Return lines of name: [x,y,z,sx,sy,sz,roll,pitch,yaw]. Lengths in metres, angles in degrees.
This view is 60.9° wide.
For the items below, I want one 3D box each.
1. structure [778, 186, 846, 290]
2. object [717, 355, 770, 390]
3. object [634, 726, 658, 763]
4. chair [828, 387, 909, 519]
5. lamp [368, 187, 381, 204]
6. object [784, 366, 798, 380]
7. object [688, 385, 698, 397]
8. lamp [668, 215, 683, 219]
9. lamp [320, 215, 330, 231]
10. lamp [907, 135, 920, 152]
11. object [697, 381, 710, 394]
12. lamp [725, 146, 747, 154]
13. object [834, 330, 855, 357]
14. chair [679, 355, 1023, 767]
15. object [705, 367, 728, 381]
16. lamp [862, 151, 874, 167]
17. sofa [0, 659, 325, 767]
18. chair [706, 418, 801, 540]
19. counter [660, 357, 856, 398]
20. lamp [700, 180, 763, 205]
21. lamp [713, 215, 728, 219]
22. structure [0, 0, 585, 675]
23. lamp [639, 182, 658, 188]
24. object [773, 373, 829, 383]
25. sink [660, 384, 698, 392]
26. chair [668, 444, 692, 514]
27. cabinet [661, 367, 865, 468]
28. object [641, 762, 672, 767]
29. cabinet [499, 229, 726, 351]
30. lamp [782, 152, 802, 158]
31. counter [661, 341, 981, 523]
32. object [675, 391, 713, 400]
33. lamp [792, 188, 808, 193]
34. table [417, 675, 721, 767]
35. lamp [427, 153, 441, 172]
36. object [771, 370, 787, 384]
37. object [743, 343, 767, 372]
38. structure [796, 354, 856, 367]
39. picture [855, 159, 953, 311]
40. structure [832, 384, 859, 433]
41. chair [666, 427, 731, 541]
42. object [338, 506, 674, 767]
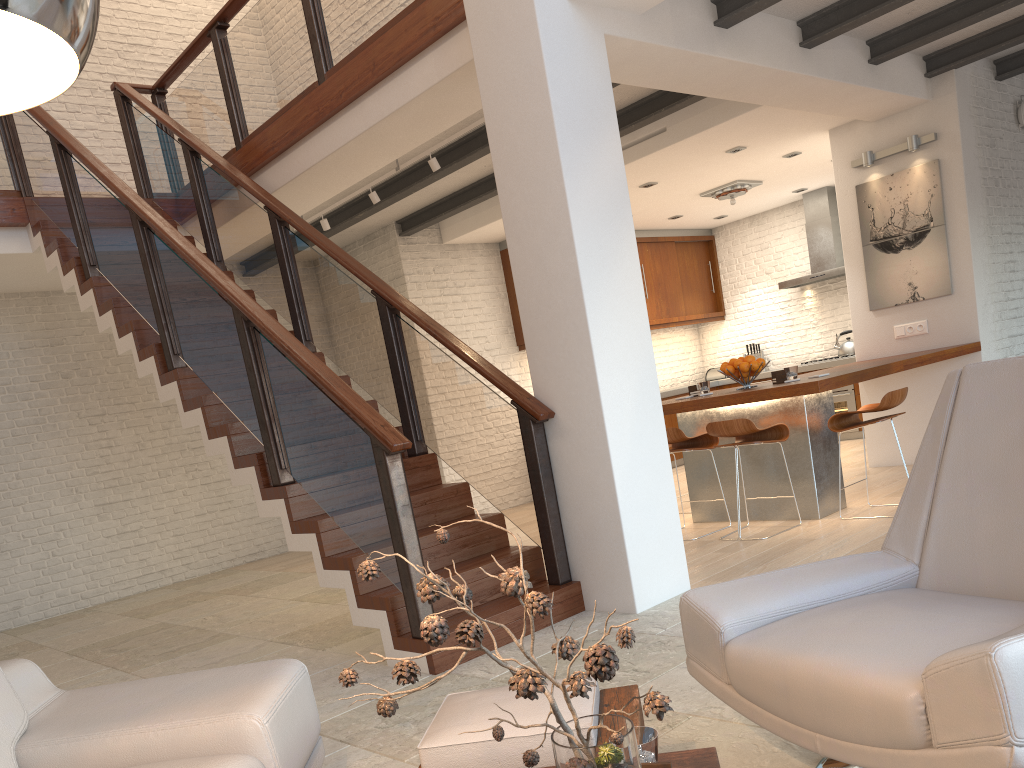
structure: [3.530,-1.694,9.916,0.446,1.009,0.993,-17,7,-42]
object: [1.622,-0.081,6.076,0.368,0.225,0.355,-10,2,14]
object: [0.234,0.696,1.626,0.091,0.086,0.089,-10,4,8]
chair: [2.332,0.438,5.542,0.394,0.788,0.424,-17,9,-41]
lamp: [-1.022,-1.391,6.467,0.084,0.131,0.061,-15,9,-39]
object: [1.839,-0.071,5.733,0.089,0.086,0.091,-12,4,-27]
object: [1.369,0.045,6.387,0.092,0.083,0.115,-14,4,-42]
lamp: [1.840,-1.895,9.820,0.121,0.056,0.125,-11,1,-42]
lamp: [-1.503,-1.289,7.006,0.060,0.131,0.084,-8,6,18]
lamp: [3.057,-1.833,6.644,0.079,0.106,0.079,-12,6,-13]
object: [1.377,0.027,6.238,0.092,0.086,0.089,-7,5,45]
lamp: [1.848,-1.951,7.200,0.121,0.056,0.125,-11,1,-42]
object: [3.797,-0.467,9.825,0.259,0.280,0.261,-12,5,-20]
chair: [1.080,0.489,2.189,0.957,1.033,1.026,-13,4,-25]
object: [2.736,-0.145,11.455,0.244,0.162,0.348,-12,2,-42]
lamp: [2.822,-1.783,6.910,0.079,0.106,0.079,-12,6,-13]
sofa: [-1.267,1.043,1.544,1.149,0.766,2.288,-10,0,8]
chair: [1.538,0.590,5.651,0.412,0.789,0.407,-16,9,-41]
counter: [2.588,-0.042,9.424,3.258,0.071,3.556,-10,-2,-42]
lamp: [2.214,-1.888,8.768,0.440,0.173,0.454,-11,0,-42]
lamp: [2.486,-2.006,10.392,0.121,0.056,0.125,-11,1,-42]
structure: [0.158,-0.900,4.933,13.545,4.207,10.251,-10,0,-42]
lamp: [1.232,-1.821,7.896,0.121,0.056,0.125,-11,1,-42]
object: [1.873,-0.039,5.757,0.194,0.035,0.399,-10,-1,-38]
sink: [1.879,-0.011,10.724,0.839,0.436,0.521,-12,3,-41]
chair: [1.202,0.678,6.818,0.394,0.788,0.424,-17,9,-41]
cabinet: [2.574,-0.573,9.781,4.815,2.884,2.212,-10,5,13]
object: [0.222,0.708,1.485,0.095,0.083,0.112,-9,3,20]
cabinet: [1.323,-1.177,10.350,3.267,1.185,0.463,-11,6,-41]
lamp: [2.496,-2.062,7.774,0.121,0.056,0.125,-11,1,-42]
counter: [2.223,0.403,6.605,2.440,0.935,1.701,-11,1,-41]
object: [1.360,0.069,6.324,0.201,0.035,0.290,-10,-1,-42]
lamp: [3.173,-2.152,9.616,0.121,0.056,0.125,-11,1,-42]
table: [0.438,0.879,1.166,1.981,0.436,2.166,-11,-1,9]
lamp: [-0.529,-1.496,5.910,0.084,0.131,0.061,-15,9,-39]
object: [1.813,-0.050,5.877,0.094,0.083,0.112,-10,2,3]
object: [3.077,-0.327,11.096,0.065,0.382,0.324,-18,9,-42]
structure: [3.733,-0.295,10.098,0.576,0.032,0.819,-10,-2,-42]
picture: [3.102,-1.154,6.919,0.019,1.033,0.659,-19,10,-42]
structure: [3.781,0.265,10.139,0.488,0.587,0.675,-15,5,-42]
chair: [1.182,0.666,6.054,0.412,0.789,0.407,-16,9,-41]
object: [-0.011,0.480,1.274,0.547,0.618,0.307,-9,7,19]
